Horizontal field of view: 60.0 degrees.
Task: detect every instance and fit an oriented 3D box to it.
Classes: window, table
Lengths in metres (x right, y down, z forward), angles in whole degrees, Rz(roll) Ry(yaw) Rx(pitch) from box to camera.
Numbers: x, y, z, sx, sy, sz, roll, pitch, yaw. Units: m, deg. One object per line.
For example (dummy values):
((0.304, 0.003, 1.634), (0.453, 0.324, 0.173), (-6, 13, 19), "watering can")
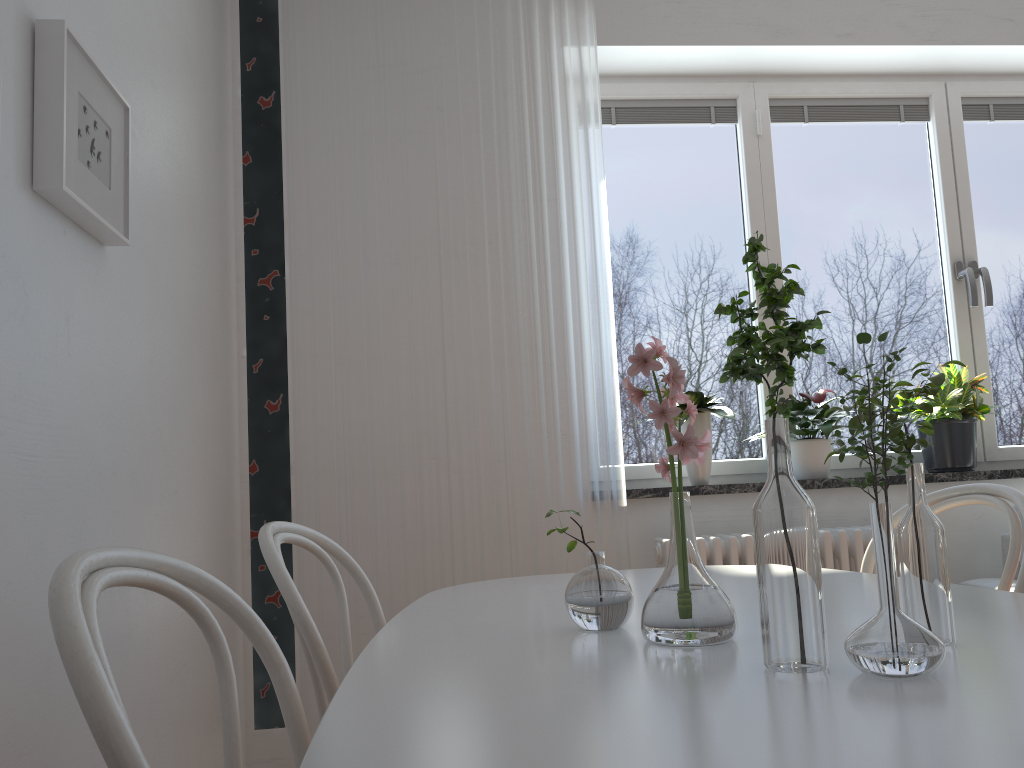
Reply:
((1.691, -0.436, 3.301), (3.020, 1.508, 0.151), (-2, -6, -6), "window")
((0.330, 0.633, 0.691), (0.931, 0.768, 2.293), (-2, -7, -6), "table")

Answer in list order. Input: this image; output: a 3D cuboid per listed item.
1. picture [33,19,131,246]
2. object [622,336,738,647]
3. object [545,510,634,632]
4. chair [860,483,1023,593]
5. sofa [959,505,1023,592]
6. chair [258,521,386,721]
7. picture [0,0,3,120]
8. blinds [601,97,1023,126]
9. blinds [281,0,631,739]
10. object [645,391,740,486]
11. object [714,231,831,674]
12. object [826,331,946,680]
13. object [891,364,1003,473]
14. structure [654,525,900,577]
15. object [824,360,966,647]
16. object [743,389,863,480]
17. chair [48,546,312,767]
((-0.725, -0.411, 1.513), (0.047, 0.272, 0.312), (-2, -6, -6), "picture")
((0.193, 0.117, 1.021), (0.111, 0.348, 0.108), (1, -7, -36), "object")
((0.096, 0.234, 1.126), (0.112, 0.151, 0.087), (-5, -6, 17), "object")
((2.106, 0.414, 2.039), (3.694, 1.340, 0.448), (0, -6, -20), "chair")
((2.657, 0.685, 2.409), (2.461, 0.841, 1.006), (-2, -6, -6), "sofa")
((-0.122, 0.668, 1.414), (0.520, 0.916, 0.448), (-3, -6, -1), "chair")
((-0.675, -0.444, 1.004), (0.047, 0.272, 0.312), (-2, -6, -6), "picture")
((1.655, -1.048, 3.399), (2.844, 0.098, 0.015), (-2, -6, -6), "blinds")
((-0.174, -0.156, 2.809), (1.037, 2.881, 0.056), (-2, -6, -6), "blinds")
((0.629, 0.180, 2.965), (0.292, 0.315, 0.354), (-1, -7, -15), "object")
((0.258, 0.058, 0.857), (0.107, 0.419, 0.111), (-1, -6, -17), "object")
((0.331, 0.104, 0.799), (0.084, 0.307, 0.084), (-8, -8, 39), "object")
((1.501, 0.114, 3.082), (0.333, 0.384, 0.300), (-4, -6, 9), "object")
((0.892, 0.771, 2.770), (0.972, 0.622, 0.224), (-2, -6, -6), "structure")
((0.415, 0.123, 0.941), (0.146, 0.293, 0.098), (-6, -7, 28), "object")
((1.020, 0.174, 3.058), (0.380, 0.308, 0.371), (1, -7, -31), "object")
((-0.100, 0.589, 0.759), (0.520, 0.916, 0.448), (-2, -6, -6), "chair")
